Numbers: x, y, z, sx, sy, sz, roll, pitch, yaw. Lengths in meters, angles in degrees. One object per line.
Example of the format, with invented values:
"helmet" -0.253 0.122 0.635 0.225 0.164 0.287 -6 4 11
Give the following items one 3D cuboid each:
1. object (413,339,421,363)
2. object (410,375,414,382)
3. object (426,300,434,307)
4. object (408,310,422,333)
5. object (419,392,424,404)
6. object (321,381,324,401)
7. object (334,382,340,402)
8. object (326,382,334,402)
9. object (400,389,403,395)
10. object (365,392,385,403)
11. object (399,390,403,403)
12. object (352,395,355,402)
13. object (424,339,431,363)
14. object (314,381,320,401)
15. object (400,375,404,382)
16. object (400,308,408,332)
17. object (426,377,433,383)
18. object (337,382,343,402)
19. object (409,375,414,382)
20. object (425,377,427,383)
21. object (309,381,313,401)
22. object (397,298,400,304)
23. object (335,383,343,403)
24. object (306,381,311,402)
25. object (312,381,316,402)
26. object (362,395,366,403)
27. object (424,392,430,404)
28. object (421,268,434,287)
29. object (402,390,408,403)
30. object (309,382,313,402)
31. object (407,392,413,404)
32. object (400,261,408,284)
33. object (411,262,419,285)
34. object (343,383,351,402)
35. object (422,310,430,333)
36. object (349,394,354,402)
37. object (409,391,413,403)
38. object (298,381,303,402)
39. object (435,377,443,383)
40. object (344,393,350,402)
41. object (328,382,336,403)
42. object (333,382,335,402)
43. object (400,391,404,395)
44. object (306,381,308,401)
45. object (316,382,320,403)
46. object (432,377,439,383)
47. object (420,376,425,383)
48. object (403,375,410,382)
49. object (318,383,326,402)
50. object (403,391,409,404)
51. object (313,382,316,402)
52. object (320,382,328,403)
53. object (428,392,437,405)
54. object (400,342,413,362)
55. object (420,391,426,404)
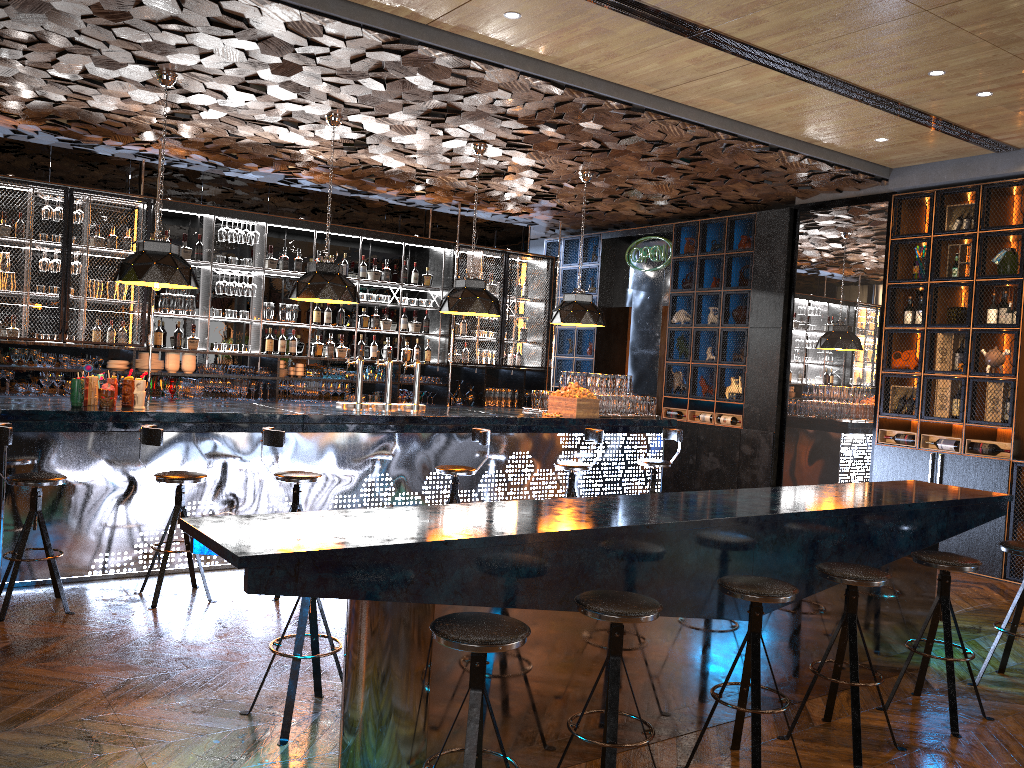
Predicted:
"object" -1.175 -0.413 10.987 0.086 0.298 0.086 4 1 13
"object" -1.197 -0.061 10.736 0.084 0.082 0.084 3 1 -18
"object" -1.017 -0.992 10.966 0.089 0.092 0.089 5 2 40
"object" -1.193 -0.767 10.917 0.123 0.279 0.123 5 2 44
"object" -1.127 0.177 10.840 0.106 0.148 0.106 3 2 -26
"object" -2.197 0.086 10.343 0.091 0.229 0.091 4 1 17
"object" -2.021 0.097 10.326 0.091 0.229 0.091 2 2 -42
"object" -2.099 0.094 10.273 0.091 0.229 0.091 3 1 -4
"object" -1.374 0.151 10.799 0.089 0.174 0.089 4 1 15
"object" -1.635 0.161 10.575 0.356 0.134 0.206 3 2 -28
"object" -1.353 0.157 10.621 0.089 0.174 0.089 4 1 15
"object" -1.827 0.174 10.306 0.067 0.100 0.067 2 2 -43
"object" -1.048 -0.407 11.061 0.080 0.299 0.080 2 2 -33
"object" -2.272 0.083 10.290 0.091 0.229 0.091 3 1 0
"object" -1.345 -0.067 10.636 0.084 0.082 0.084 2 2 -43
"object" -1.320 -0.783 10.853 0.086 0.298 0.086 4 1 13
"object" -1.013 -0.049 10.912 0.088 0.070 0.098 3 1 0
"object" -2.037 0.093 10.459 0.091 0.229 0.091 2 2 -38
"object" -1.238 -0.066 10.827 0.084 0.082 0.084 3 1 -8
"object" -1.068 -0.054 10.992 0.088 0.070 0.098 3 1 -12
"object" -2.312 0.082 10.185 0.049 0.231 0.049 2 2 -33
"object" -1.373 -1.011 10.887 0.089 0.092 0.089 4 1 9
"object" -1.988 0.102 10.212 0.091 0.229 0.091 3 1 -8
"object" -2.299 0.086 10.044 0.049 0.231 0.049 3 2 -27
"object" -2.270 0.085 10.143 0.049 0.231 0.049 3 2 -27
"object" -1.740 0.178 10.364 0.067 0.099 0.067 4 2 26
"object" -1.047 0.176 11.012 0.107 0.152 0.107 3 2 -21
"object" -1.050 -1.317 10.998 0.151 0.248 0.094 3 1 -7
"object" -1.300 0.157 10.732 0.089 0.174 0.089 4 1 15
"object" -2.262 0.090 9.989 0.049 0.231 0.049 3 2 -24
"object" -1.221 0.173 10.770 0.106 0.148 0.106 3 1 -17
"object" -1.315 -1.355 10.813 0.086 0.299 0.086 4 1 13
"object" -1.197 -1.350 10.931 0.086 0.298 0.086 4 1 13
"object" -1.909 0.105 10.267 0.091 0.229 0.091 4 2 27
"object" -1.065 -0.773 11.029 0.086 0.299 0.086 4 1 13
"object" -1.880 0.169 10.405 0.067 0.100 0.067 2 2 -43
"object" -1.263 0.164 11.027 0.106 0.148 0.106 3 1 4
"object" -2.371 0.084 9.922 0.058 0.234 0.058 4 1 7
"object" -0.902 -0.043 10.930 0.088 0.070 0.098 3 2 -26
"object" -1.952 0.162 10.490 0.067 0.100 0.067 2 2 -43
"object" -2.063 0.099 10.160 0.091 0.229 0.091 4 1 12
"object" -2.117 0.089 10.398 0.091 0.229 0.091 4 2 23
"object" -1.357 0.160 10.961 0.106 0.148 0.106 3 1 -17
"object" -2.329 0.083 10.098 0.049 0.231 0.049 3 1 1
"object" -2.200 0.092 10.032 0.049 0.231 0.049 2 2 -40
"object" -0.961 -0.049 11.008 0.098 0.070 0.088 3 1 -8
"object" -1.100 -0.057 10.805 0.084 0.082 0.084 4 2 37
"object" -1.277 -0.064 10.681 0.084 0.082 0.084 2 2 -34
"object" -2.178 0.090 10.218 0.091 0.229 0.091 3 1 -15
"object" -1.287 0.167 10.867 0.106 0.148 0.106 3 1 -3
"object" -2.236 0.089 10.087 0.049 0.231 0.049 3 2 -31
"object" -2.144 0.095 10.096 0.091 0.229 0.091 5 2 41
"object" -0.979 0.182 10.917 0.107 0.152 0.107 3 1 -10
"object" -1.294 -0.392 10.887 0.151 0.248 0.094 3 2 -26
"object" -1.126 0.169 11.115 0.107 0.152 0.107 3 2 -29
